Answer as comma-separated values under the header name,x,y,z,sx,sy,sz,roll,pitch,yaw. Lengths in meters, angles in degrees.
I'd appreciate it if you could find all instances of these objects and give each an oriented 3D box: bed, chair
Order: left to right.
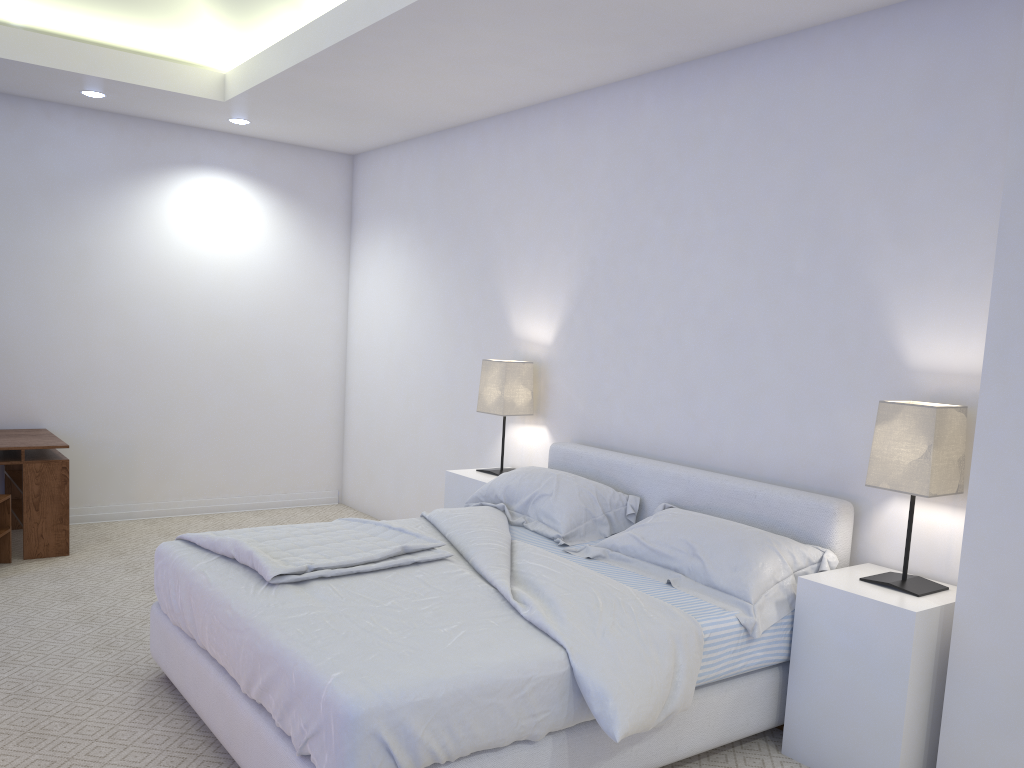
name,x,y,z,sx,sy,sz,roll,pitch,yaw
chair,-2.707,0.626,4.351,0.340,0.614,0.338,2,6,-11
bed,-0.041,0.743,3.172,2.019,0.819,1.960,0,5,-37

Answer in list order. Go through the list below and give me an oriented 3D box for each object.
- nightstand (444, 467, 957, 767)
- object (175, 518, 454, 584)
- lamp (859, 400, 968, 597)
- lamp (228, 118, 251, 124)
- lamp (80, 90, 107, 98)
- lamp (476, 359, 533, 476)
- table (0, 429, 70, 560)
name,x,y,z,sx,sy,sz,roll,pitch,yaw
nightstand,0.553,0.851,3.707,0.400,0.603,2.538,-1,5,-36
object,-0.749,0.749,3.225,0.717,0.469,0.909,-1,6,-40
lamp,1.266,0.351,2.793,0.210,0.586,0.209,-1,8,-36
lamp,-1.647,-1.582,5.352,0.137,0.014,0.137,5,4,25
lamp,-2.302,-1.589,4.872,0.137,0.014,0.137,5,4,25
lamp,-0.038,0.171,4.565,0.210,0.585,0.209,-2,8,-41
table,-2.950,0.592,4.771,0.900,0.603,0.737,0,6,-36
